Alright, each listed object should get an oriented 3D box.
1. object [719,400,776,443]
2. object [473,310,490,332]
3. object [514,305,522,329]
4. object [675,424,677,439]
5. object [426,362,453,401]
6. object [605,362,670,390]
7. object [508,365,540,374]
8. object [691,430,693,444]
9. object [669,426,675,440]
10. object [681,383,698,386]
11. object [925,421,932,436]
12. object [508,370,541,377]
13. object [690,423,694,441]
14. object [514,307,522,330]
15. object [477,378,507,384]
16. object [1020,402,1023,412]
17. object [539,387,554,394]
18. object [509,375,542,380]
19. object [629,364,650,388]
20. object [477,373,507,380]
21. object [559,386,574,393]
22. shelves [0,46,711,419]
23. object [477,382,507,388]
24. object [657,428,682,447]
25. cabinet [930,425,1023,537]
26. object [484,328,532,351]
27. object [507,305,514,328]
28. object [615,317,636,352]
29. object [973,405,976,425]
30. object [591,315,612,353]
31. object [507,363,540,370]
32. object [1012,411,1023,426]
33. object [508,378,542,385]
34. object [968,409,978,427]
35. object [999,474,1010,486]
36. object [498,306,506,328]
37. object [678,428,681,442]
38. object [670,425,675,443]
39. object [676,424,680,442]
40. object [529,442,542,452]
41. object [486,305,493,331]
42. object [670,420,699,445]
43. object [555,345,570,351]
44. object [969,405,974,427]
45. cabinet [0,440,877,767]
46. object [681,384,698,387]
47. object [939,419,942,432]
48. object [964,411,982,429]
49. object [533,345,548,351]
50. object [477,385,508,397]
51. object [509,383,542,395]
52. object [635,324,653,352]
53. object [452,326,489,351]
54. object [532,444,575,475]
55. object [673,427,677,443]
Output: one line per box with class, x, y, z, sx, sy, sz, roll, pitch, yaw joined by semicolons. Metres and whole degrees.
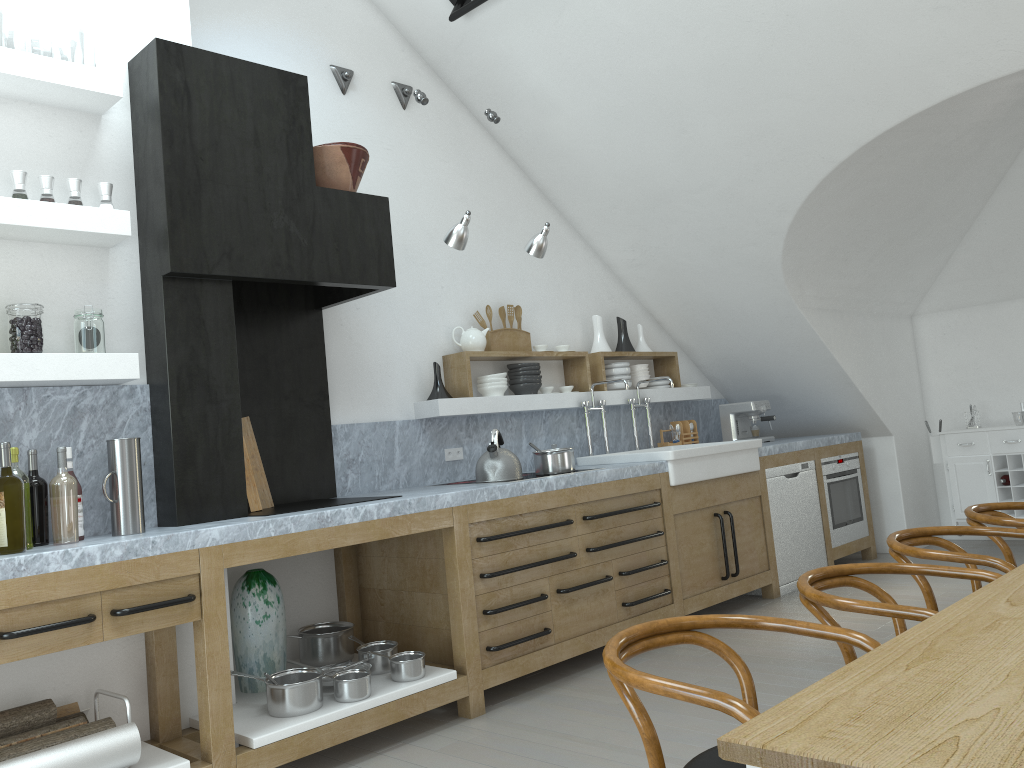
object;1.826;0.292;6.693;0.324;0.321;0.385;-1;-6;-45
object;-0.148;-0.320;5.380;0.199;0.259;0.016;-2;-6;-35
object;0.040;-0.344;5.551;0.068;0.299;0.039;0;-7;-45
object;1.193;0.391;6.430;0.023;0.196;0.018;-10;-7;39
object;-0.418;-0.017;5.016;0.156;0.219;0.156;-8;-5;26
object;0.886;-0.048;6.300;0.197;0.196;0.657;-10;-6;44
object;0.078;-0.062;5.497;0.205;0.084;0.205;-4;-4;-18
object;1.341;0.387;6.597;0.018;0.197;0.020;-3;-6;-23
object;1.172;0.391;6.452;0.040;0.193;0.042;-5;-5;-8
object;1.305;0.019;6.723;0.213;0.025;0.213;-8;-4;32
object;3.263;0.414;6.872;0.088;0.269;0.029;-7;-6;18
object;0.080;-0.037;5.490;0.205;0.072;0.205;-8;-5;32
object;1.337;0.383;6.581;0.040;0.193;0.042;-6;-5;5
object;0.054;-0.343;5.590;0.057;0.295;0.030;0;-7;-45
object;-0.116;0.004;5.286;0.181;0.069;0.180;-4;-4;-28
object;3.763;0.220;6.497;0.048;0.170;0.048;-9;-6;32
object;0.220;0.046;5.646;0.098;0.049;0.098;-9;-5;42
object;0.086;-0.016;5.484;0.205;0.086;0.205;-5;-4;-3
object;0.903;-0.053;6.284;0.158;0.160;0.153;-4;-5;-17
object;-0.118;-0.025;5.289;0.181;0.076;0.180;-5;-4;-8
object;0.355;0.041;5.782;0.098;0.049;0.098;-9;-5;42
shelves;-0.469;-0.503;4.855;0.479;1.365;5.549;-10;-6;39
object;-0.116;0.027;5.282;0.181;0.065;0.180;-5;-4;-8
object;1.138;0.411;6.416;0.173;0.172;0.100;-1;-6;-44
cabinet;3.758;0.703;6.522;1.131;0.791;0.497;-10;-6;44
object;-0.027;-0.263;5.479;0.353;0.158;0.084;-2;-6;-45
object;-0.003;-0.344;5.504;0.057;0.300;0.019;0;-7;-45
object;0.787;-0.347;6.280;0.156;0.269;0.155;-1;-6;-41
object;3.590;0.247;6.876;0.024;0.165;0.038;-2;-6;-32
object;0.599;-0.340;6.096;0.156;0.269;0.156;-9;-6;33
object;0.072;-0.089;5.500;0.205;0.080;0.205;-2;-5;-43
object;3.693;0.256;6.457;0.082;0.105;0.081;-3;-6;-32
object;0.083;0.012;5.484;0.205;0.086;0.205;-5;-4;-8
object;3.589;0.262;6.901;0.029;0.137;0.097;-1;-7;-42
object;3.640;0.705;6.505;0.317;0.085;0.081;-2;-6;-45
object;-0.041;-0.341;5.494;0.040;0.300;0.061;-10;-7;42
object;1.211;0.399;6.431;0.044;0.179;0.019;-9;-6;29
object;1.171;0.393;6.425;0.019;0.196;0.022;-9;-6;33
object;1.206;0.386;6.418;0.040;0.193;0.042;-5;-5;-9
object;0.181;0.397;4.860;0.235;0.167;0.051;-9;-6;40
object;-0.125;-0.339;5.410;0.055;0.300;0.027;0;-7;-45
object;1.285;0.381;6.584;0.200;0.223;0.103;-1;-7;-45
object;0.334;-0.226;5.812;0.098;0.049;0.098;-9;-5;42
object;3.578;0.248;6.909;0.054;0.175;0.039;0;-7;-45
cabinet;0.168;1.071;4.842;6.429;1.025;1.001;-2;-6;-45
object;1.306;0.028;6.722;0.213;0.025;0.213;-8;-4;32
object;3.302;0.408;6.833;0.029;0.269;0.088;-4;-5;-19
object;3.585;0.282;6.895;0.067;0.138;0.101;-1;-7;-45
object;0.183;-0.220;5.660;0.098;0.049;0.098;-9;-5;42
object;-0.113;0.050;5.280;0.181;0.064;0.180;-4;-4;-23
object;0.086;0.039;5.481;0.205;0.072;0.205;-8;-5;32
object;0.941;-0.327;6.444;0.156;0.219;0.156;-8;-5;26
object;-0.239;-0.261;5.254;0.174;0.169;0.168;-8;-5;28
object;0.264;0.417;4.891;0.232;0.171;0.394;-8;-4;24
object;1.181;0.400;6.406;0.019;0.179;0.044;-7;-5;10
